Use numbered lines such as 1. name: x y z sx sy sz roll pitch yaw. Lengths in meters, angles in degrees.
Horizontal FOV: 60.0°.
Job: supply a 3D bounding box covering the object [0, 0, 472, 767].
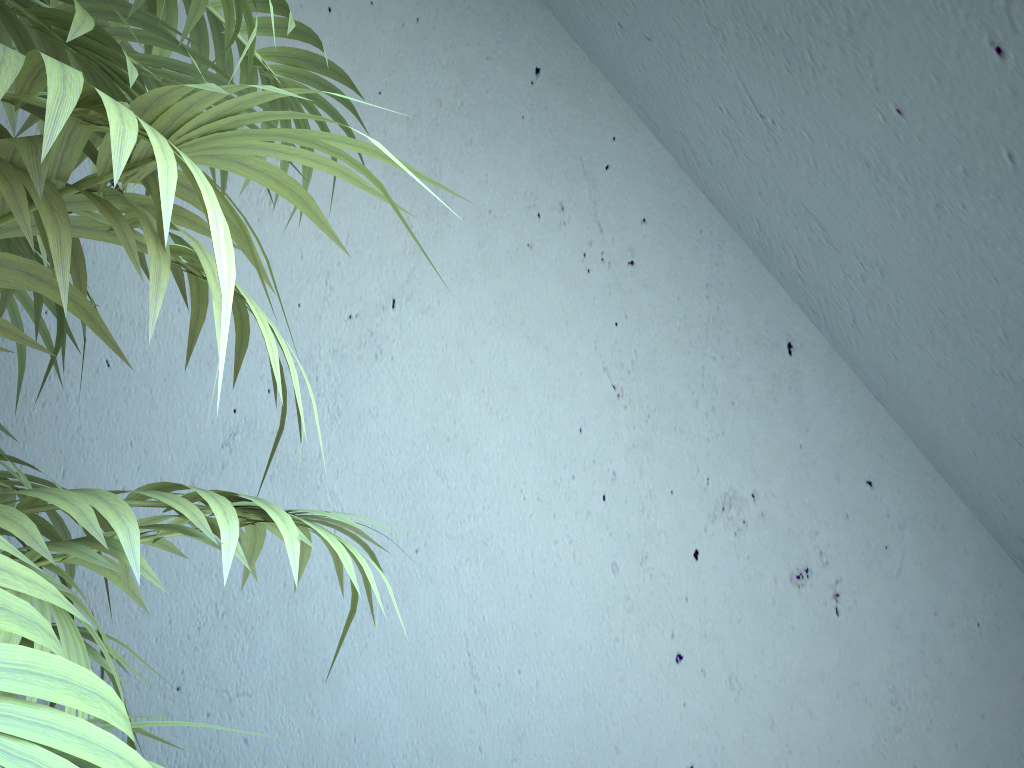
1. object: -0.489 -0.047 0.368 1.020 2.034 0.980 0 -5 -44
